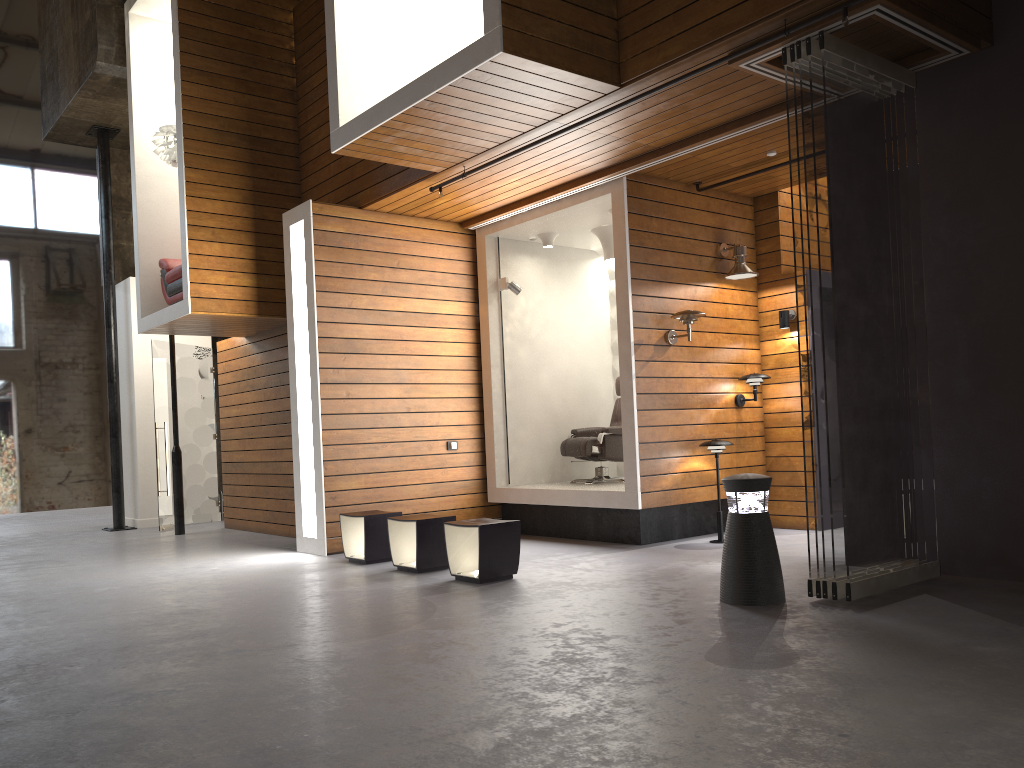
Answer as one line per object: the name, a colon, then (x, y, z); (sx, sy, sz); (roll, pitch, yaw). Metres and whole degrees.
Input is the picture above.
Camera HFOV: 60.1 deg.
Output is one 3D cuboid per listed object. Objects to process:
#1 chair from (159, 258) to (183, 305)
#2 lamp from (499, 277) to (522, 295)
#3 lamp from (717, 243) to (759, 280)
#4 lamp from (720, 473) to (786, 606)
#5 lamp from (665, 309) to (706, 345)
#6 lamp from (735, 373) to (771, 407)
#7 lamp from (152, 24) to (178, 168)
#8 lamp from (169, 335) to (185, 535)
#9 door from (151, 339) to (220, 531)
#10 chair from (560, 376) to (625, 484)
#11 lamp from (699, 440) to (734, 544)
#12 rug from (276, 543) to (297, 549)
chair: (-2.996, -1.213, 9.130); (0.952, 0.937, 1.202); (-1, -3, -39)
lamp: (-0.022, -0.948, 8.602); (0.249, 0.188, 0.129); (-3, -2, 20)
lamp: (1.985, -1.102, 7.784); (0.294, 0.331, 0.346); (-1, -2, -37)
lamp: (1.306, 0.840, 4.873); (0.348, 0.696, 0.349); (-2, -1, -33)
lamp: (1.434, -0.476, 7.307); (0.288, 0.271, 0.352); (-1, -3, -39)
lamp: (2.143, 0.048, 7.867); (0.288, 0.296, 0.327); (-1, -3, -39)
lamp: (-3.400, -3.094, 8.954); (0.512, 1.773, 0.487); (-3, -1, 15)
lamp: (-3.891, 0.341, 10.227); (0.630, 2.946, 0.630); (-3, -1, 2)
door: (-4.115, 0.643, 11.233); (0.146, 2.303, 1.286); (-3, -1, 14)
chair: (0.953, 0.434, 8.791); (0.824, 1.071, 0.756); (-2, -2, -24)
lamp: (1.719, 0.886, 7.374); (0.288, 0.862, 0.287); (-3, -1, 37)
rug: (-1.507, 1.544, 8.822); (1.576, 0.014, 0.541); (0, -4, -39)
